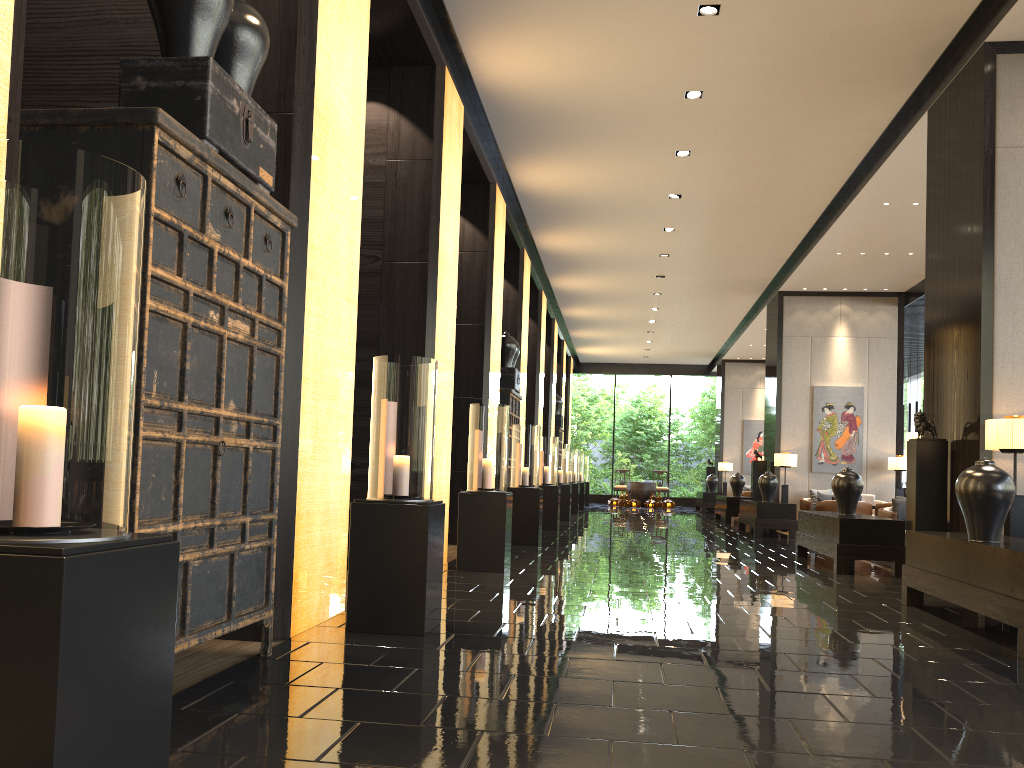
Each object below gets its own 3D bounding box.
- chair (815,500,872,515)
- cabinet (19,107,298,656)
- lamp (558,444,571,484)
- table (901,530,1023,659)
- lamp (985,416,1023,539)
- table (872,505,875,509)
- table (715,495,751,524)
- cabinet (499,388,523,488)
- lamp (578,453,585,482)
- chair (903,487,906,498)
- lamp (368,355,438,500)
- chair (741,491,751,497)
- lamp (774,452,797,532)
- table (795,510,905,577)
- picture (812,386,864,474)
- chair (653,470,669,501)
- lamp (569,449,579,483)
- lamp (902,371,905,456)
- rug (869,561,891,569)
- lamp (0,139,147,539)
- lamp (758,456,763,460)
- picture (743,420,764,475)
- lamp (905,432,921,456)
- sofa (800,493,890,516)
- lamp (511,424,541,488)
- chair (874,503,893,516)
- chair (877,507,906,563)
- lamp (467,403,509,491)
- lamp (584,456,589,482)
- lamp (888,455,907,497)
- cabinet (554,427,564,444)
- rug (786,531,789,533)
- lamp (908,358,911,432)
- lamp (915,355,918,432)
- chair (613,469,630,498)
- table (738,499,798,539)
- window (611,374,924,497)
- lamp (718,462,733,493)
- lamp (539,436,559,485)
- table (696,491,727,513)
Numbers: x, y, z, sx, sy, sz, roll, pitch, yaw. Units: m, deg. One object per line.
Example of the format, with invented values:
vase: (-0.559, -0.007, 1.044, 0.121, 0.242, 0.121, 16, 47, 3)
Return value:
chair: (4.935, 2.024, 13.128, 0.803, 0.602, 0.608, 1, -4, 7)
cabinet: (-1.324, 0.150, 3.330, 0.547, 1.917, 1.191, 2, -3, 7)
lamp: (0.898, 1.469, 16.280, 0.336, 0.727, 0.338, 1, -3, 9)
table: (2.920, 1.186, 5.199, 0.620, 0.511, 1.968, 1, -6, 7)
lamp: (3.523, 0.899, 6.202, 0.375, 1.344, 0.375, 4, -3, -31)
table: (5.439, 2.176, 14.064, 1.041, 0.516, 0.577, 1, -4, 7)
table: (4.525, 2.533, 17.911, 0.620, 0.511, 1.968, 1, -6, 7)
cabinet: (-0.227, 1.071, 12.025, 0.547, 1.917, 1.191, 2, -3, 7)
lamp: (1.632, 2.085, 22.101, 0.336, 0.727, 0.338, 1, -3, 9)
chair: (8.520, 2.597, 18.640, 0.563, 0.825, 0.527, 2, -3, 7)
lamp: (-0.571, 0.235, 4.638, 0.337, 0.727, 0.337, 3, -3, -20)
chair: (6.064, 2.972, 22.074, 0.803, 0.602, 0.608, 1, -4, 7)
lamp: (4.639, 1.835, 15.050, 0.375, 1.347, 0.376, 1, -3, 26)
table: (3.404, 1.592, 9.031, 0.620, 0.511, 1.968, 1, -6, 7)
picture: (5.625, 0.787, 15.277, 0.834, 1.498, 0.037, 2, -2, 7)
chair: (4.434, 3.123, 26.476, 0.520, 1.073, 0.538, 2, -3, 7)
lamp: (1.265, 1.777, 19.190, 0.336, 0.727, 0.338, 1, -3, 9)
lamp: (9.605, 0.570, 21.739, 0.060, 2.414, 0.060, 3, -3, -28)
rug: (4.823, 1.882, 8.835, 2.040, 0.008, 2.250, 1, -6, 7)
lamp: (-0.933, -0.068, 1.774, 0.336, 0.727, 0.338, 1, -3, 16)
lamp: (4.865, 2.025, 16.842, 0.375, 1.347, 0.376, 1, -3, 26)
picture: (6.752, 1.733, 24.207, 0.834, 1.498, 0.037, 2, -2, 7)
lamp: (3.748, 1.103, 7.994, 0.375, 1.315, 0.375, 4, -3, -39)
sofa: (5.542, 2.168, 14.781, 1.448, 0.691, 0.605, 1, -4, 7)
lamp: (0.163, 0.852, 10.459, 0.336, 0.727, 0.338, 1, -3, 13)
chair: (5.783, 2.042, 13.019, 0.803, 0.602, 0.608, 1, -4, 7)
chair: (4.420, 1.662, 9.732, 0.803, 0.602, 0.608, 1, -4, 7)
lamp: (-0.204, 0.544, 7.549, 0.337, 0.727, 0.337, 3, -3, -20)
lamp: (2.000, 2.393, 25.011, 0.337, 0.727, 0.337, 2, -3, -5)
lamp: (6.486, 1.874, 14.814, 0.375, 1.347, 0.376, 1, -3, 26)
cabinet: (0.876, 1.997, 20.766, 0.547, 1.917, 1.191, 2, -3, 7)
rug: (5.466, 2.422, 13.933, 1.957, 0.008, 2.250, 1, -6, 7)
lamp: (9.541, 0.516, 21.229, 0.060, 2.414, 0.060, 3, -3, -28)
lamp: (9.477, 0.462, 20.724, 0.060, 2.414, 0.060, 3, -3, -28)
chair: (3.315, 3.099, 26.618, 0.520, 1.073, 0.538, 2, -3, 7)
table: (4.041, 2.127, 14.079, 0.620, 0.511, 1.968, 1, -6, 7)
window: (3.768, 0.031, 11.794, 12.050, 4.214, 32.010, 1, -6, 7)
lamp: (5.764, 2.779, 23.963, 0.375, 1.347, 0.376, 0, -3, 37)
lamp: (0.530, 1.160, 13.369, 0.336, 0.727, 0.338, 1, -3, 9)
table: (5.165, 3.070, 22.982, 0.620, 0.511, 1.968, 1, -6, 7)
